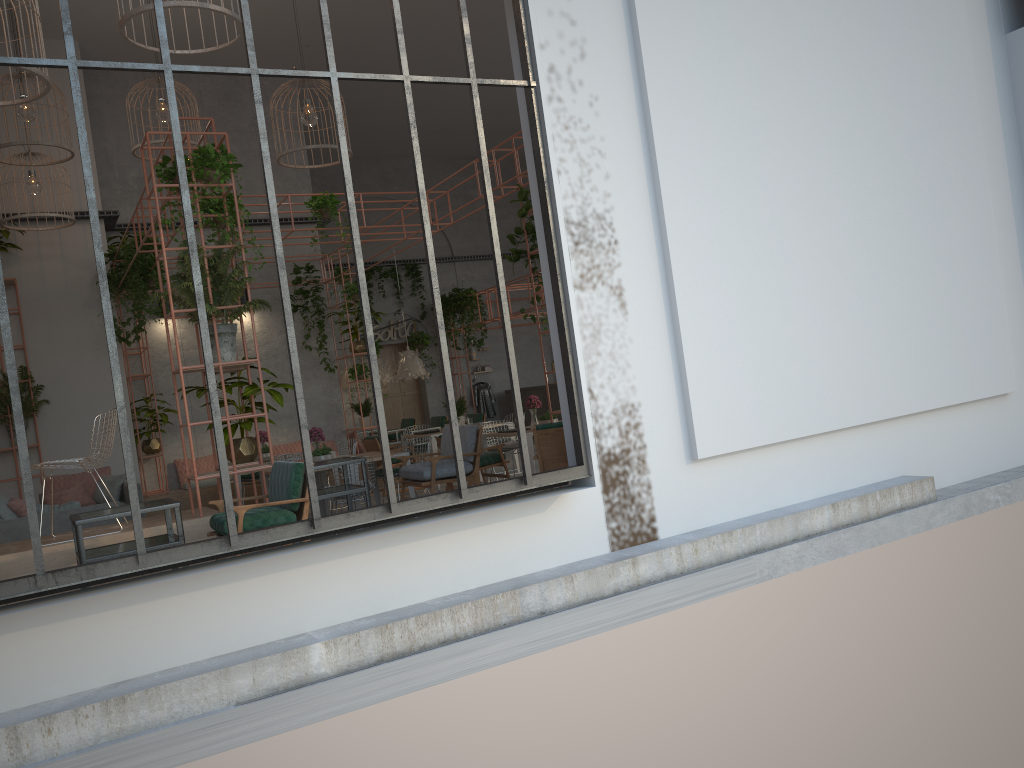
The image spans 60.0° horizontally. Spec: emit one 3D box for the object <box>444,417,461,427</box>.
[{"bbox_3d":[-0.897,0.579,13.309,0.248,0.247,0.254,-8,0,-29],"label":"object"}]

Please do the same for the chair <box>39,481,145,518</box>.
[{"bbox_3d":[-5.260,1.631,11.121,1.127,0.672,1.052,-8,0,-29],"label":"chair"}]

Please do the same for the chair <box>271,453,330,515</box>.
[{"bbox_3d":[-2.557,1.321,10.781,0.565,0.941,0.717,-8,0,-27],"label":"chair"}]

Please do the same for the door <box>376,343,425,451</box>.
[{"bbox_3d":[-3.003,0.405,22.175,1.360,2.729,0.551,-8,0,-29],"label":"door"}]

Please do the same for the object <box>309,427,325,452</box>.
[{"bbox_3d":[-2.258,0.700,10.258,0.213,0.414,0.225,-8,0,-36],"label":"object"}]

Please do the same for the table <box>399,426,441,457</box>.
[{"bbox_3d":[-1.686,1.249,16.785,0.635,0.798,0.602,-8,0,-29],"label":"table"}]

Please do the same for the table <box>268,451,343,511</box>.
[{"bbox_3d":[-2.965,1.414,12.595,0.694,0.830,1.214,-8,0,-29],"label":"table"}]

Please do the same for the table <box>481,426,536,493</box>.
[{"bbox_3d":[0.223,0.988,11.173,0.694,0.830,1.205,-8,0,-29],"label":"table"}]

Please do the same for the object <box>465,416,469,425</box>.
[{"bbox_3d":[-0.799,0.608,14.205,0.165,0.154,0.210,-8,0,-39],"label":"object"}]

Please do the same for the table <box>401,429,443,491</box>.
[{"bbox_3d":[-1.115,1.151,13.609,0.694,0.830,1.205,-8,0,-29],"label":"table"}]

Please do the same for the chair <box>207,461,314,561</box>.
[{"bbox_3d":[-1.740,1.040,6.221,0.685,0.929,0.722,-8,0,-29],"label":"chair"}]

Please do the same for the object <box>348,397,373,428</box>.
[{"bbox_3d":[-2.534,0.480,15.083,0.438,0.527,0.368,-8,0,-29],"label":"object"}]

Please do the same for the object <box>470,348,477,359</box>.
[{"bbox_3d":[-0.984,-0.810,22.425,0.136,0.336,0.145,-8,0,-14],"label":"object"}]

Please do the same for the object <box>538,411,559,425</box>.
[{"bbox_3d":[0.442,0.429,10.874,0.247,0.247,0.252,-8,0,-29],"label":"object"}]

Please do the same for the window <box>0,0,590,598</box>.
[{"bbox_3d":[-1.646,-1.893,4.764,4.126,5.544,0.089,-8,0,-29],"label":"window"}]

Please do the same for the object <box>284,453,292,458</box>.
[{"bbox_3d":[-3.104,0.982,12.267,0.115,0.078,0.115,-8,0,-23],"label":"object"}]

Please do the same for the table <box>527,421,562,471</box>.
[{"bbox_3d":[0.826,0.902,11.509,0.694,0.830,1.214,-8,0,-29],"label":"table"}]

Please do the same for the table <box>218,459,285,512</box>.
[{"bbox_3d":[-3.569,1.500,12.258,0.694,0.830,1.205,-8,0,-29],"label":"table"}]

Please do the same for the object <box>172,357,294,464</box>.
[{"bbox_3d":[-2.322,0.217,7.655,0.934,0.923,0.903,-8,0,28],"label":"object"}]

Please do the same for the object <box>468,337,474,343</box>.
[{"bbox_3d":[-1.028,-1.110,22.414,0.133,0.145,0.133,-8,0,23],"label":"object"}]

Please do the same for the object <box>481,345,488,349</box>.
[{"bbox_3d":[-0.724,-0.947,22.583,0.263,0.101,0.013,-8,0,-29],"label":"object"}]

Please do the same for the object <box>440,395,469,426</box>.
[{"bbox_3d":[-0.852,0.427,13.747,0.438,0.527,0.368,-8,0,-29],"label":"object"}]

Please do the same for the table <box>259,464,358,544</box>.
[{"bbox_3d":[-2.272,1.331,9.856,0.694,0.830,1.205,-8,0,-29],"label":"table"}]

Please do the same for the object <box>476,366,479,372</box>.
[{"bbox_3d":[-0.883,-0.377,22.443,0.063,0.151,0.063,-8,0,-42],"label":"object"}]

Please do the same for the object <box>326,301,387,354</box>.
[{"bbox_3d":[-2.609,-0.991,15.053,0.934,0.947,0.903,-8,0,23],"label":"object"}]

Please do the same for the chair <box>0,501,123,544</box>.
[{"bbox_3d":[-4.350,1.473,8.575,1.056,0.586,1.127,-8,0,-29],"label":"chair"}]

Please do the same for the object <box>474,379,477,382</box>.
[{"bbox_3d":[-0.938,-0.106,22.459,0.093,0.121,0.049,-8,0,-26],"label":"object"}]

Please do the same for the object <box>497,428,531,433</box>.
[{"bbox_3d":[0.026,0.594,11.223,0.268,0.031,0.427,-8,0,-29],"label":"object"}]

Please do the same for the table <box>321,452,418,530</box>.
[{"bbox_3d":[-1.670,1.245,10.192,0.694,0.830,1.214,-8,0,-29],"label":"table"}]

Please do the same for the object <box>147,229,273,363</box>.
[{"bbox_3d":[-2.409,-0.713,7.209,0.894,1.101,0.900,-8,0,26],"label":"object"}]

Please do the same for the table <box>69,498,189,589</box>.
[{"bbox_3d":[-2.480,1.209,5.803,0.635,0.798,0.602,-8,0,-29],"label":"table"}]

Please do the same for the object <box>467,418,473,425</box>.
[{"bbox_3d":[-0.666,0.603,14.034,0.095,0.119,0.095,-8,0,-4],"label":"object"}]

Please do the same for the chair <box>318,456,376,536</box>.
[{"bbox_3d":[-1.669,1.205,9.154,0.565,0.941,0.717,-8,0,-12],"label":"chair"}]

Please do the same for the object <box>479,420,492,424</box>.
[{"bbox_3d":[-0.421,0.609,14.036,0.218,0.041,0.218,-8,0,-20],"label":"object"}]

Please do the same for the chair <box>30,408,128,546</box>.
[{"bbox_3d":[-3.332,0.696,6.783,0.717,0.941,0.565,-8,0,-20],"label":"chair"}]

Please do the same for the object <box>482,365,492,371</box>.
[{"bbox_3d":[-0.625,-0.408,22.594,0.219,0.149,0.129,-8,0,-29],"label":"object"}]

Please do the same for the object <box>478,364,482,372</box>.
[{"bbox_3d":[-0.816,-0.413,22.491,0.081,0.204,0.081,-8,0,-28],"label":"object"}]

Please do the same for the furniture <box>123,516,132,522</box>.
[{"bbox_3d":[-4.705,1.674,9.897,0.941,0.446,0.975,-8,0,-29],"label":"furniture"}]

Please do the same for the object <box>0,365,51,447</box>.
[{"bbox_3d":[-6.803,0.307,12.112,0.894,1.097,0.900,-8,0,1],"label":"object"}]

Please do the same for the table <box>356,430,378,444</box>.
[{"bbox_3d":[-3.351,1.466,19.867,0.635,0.798,0.602,-8,0,-29],"label":"table"}]

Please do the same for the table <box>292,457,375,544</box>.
[{"bbox_3d":[-1.593,1.076,7.634,0.635,0.798,0.602,-8,0,-29],"label":"table"}]

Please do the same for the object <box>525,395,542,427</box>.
[{"bbox_3d":[0.292,0.349,11.660,0.213,0.414,0.225,-8,0,-36],"label":"object"}]

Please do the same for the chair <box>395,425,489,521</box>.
[{"bbox_3d":[-0.643,0.877,8.152,0.685,0.929,0.722,-8,0,-29],"label":"chair"}]

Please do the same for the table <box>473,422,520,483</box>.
[{"bbox_3d":[-0.511,1.065,13.946,0.694,0.830,1.214,-8,0,-29],"label":"table"}]

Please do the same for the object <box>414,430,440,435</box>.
[{"bbox_3d":[-1.313,0.744,13.659,0.268,0.031,0.427,-8,0,-29],"label":"object"}]

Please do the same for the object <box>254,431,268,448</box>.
[{"bbox_3d":[-3.558,0.870,12.664,0.213,0.414,0.225,-8,0,-36],"label":"object"}]

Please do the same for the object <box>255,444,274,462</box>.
[{"bbox_3d":[-3.351,0.929,11.959,0.248,0.247,0.254,-8,0,-29],"label":"object"}]

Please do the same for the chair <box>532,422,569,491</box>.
[{"bbox_3d":[0.593,0.716,6.909,0.722,0.917,0.685,-8,0,11],"label":"chair"}]

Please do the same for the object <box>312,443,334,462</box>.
[{"bbox_3d":[-2.054,0.760,9.558,0.247,0.247,0.252,-8,0,-29],"label":"object"}]

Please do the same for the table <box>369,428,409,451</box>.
[{"bbox_3d":[-2.518,1.358,18.326,0.635,0.798,0.602,-8,0,-29],"label":"table"}]

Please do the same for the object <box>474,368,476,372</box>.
[{"bbox_3d":[-0.950,-0.374,22.430,0.055,0.164,0.092,-8,0,-10],"label":"object"}]

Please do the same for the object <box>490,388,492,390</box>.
[{"bbox_3d":[-0.543,0.094,22.667,0.033,0.146,0.070,-8,0,33],"label":"object"}]

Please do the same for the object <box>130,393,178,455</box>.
[{"bbox_3d":[-5.493,0.605,13.413,0.934,0.919,0.903,-8,0,33],"label":"object"}]
